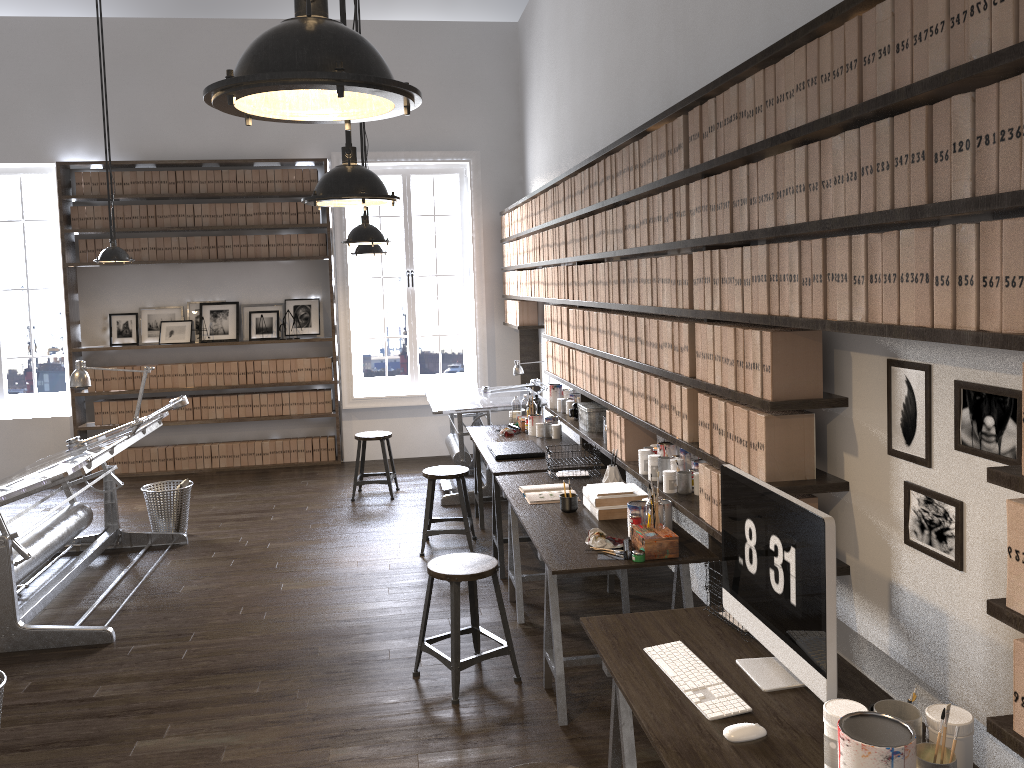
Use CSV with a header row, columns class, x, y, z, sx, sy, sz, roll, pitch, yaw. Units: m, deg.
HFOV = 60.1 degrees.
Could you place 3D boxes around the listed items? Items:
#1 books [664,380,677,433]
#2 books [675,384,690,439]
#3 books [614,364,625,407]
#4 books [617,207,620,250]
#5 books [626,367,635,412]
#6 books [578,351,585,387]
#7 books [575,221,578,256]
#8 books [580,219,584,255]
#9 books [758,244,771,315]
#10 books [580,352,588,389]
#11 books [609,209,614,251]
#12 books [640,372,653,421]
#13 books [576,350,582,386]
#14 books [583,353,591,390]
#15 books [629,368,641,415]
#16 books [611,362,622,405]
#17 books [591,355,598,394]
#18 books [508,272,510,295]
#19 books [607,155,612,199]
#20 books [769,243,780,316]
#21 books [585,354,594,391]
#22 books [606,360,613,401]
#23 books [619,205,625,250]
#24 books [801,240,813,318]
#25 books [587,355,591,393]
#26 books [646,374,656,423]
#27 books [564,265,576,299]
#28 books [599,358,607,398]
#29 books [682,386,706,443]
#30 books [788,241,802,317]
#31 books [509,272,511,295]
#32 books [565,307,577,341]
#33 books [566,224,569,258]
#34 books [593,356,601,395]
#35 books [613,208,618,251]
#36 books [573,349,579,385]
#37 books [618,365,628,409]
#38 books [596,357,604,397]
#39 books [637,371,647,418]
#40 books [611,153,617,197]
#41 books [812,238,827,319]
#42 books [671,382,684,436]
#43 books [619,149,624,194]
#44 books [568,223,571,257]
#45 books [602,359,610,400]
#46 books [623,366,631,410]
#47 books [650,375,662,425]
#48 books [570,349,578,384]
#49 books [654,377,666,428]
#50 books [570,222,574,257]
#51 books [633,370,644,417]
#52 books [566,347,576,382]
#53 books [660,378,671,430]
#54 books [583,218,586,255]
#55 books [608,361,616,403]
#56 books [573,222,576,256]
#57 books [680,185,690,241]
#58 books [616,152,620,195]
class,x,y,z,sx,sy,sz,roll,pitch,yaw
books,0.760,0.096,3.869,0.174,0.225,0.067,-3,4,-8
books,0.782,0.113,3.722,0.174,0.225,0.067,-3,4,-8
books,0.636,0.004,4.698,0.174,0.225,0.067,-3,4,-8
books,0.630,-0.795,4.538,0.174,0.225,0.067,-3,4,-8
books,0.673,0.027,4.490,0.174,0.225,0.067,-3,4,-8
books,0.510,-0.096,5.591,0.174,0.225,0.067,-3,4,-8
books,0.488,-0.903,5.505,0.174,0.225,0.067,-3,4,-8
books,0.508,-0.889,5.373,0.174,0.225,0.067,-3,4,-8
books,0.887,-0.337,2.842,0.174,0.225,0.067,-3,4,-8
books,0.517,-0.088,5.521,0.174,0.225,0.067,-3,4,-8
books,0.607,-0.810,4.671,0.174,0.225,0.067,-3,4,-8
books,0.707,0.057,4.220,0.174,0.225,0.067,-3,4,-8
books,0.502,-0.104,5.660,0.174,0.225,0.067,-3,4,-8
books,0.529,-0.080,5.450,0.174,0.225,0.067,-3,4,-8
books,0.679,0.035,4.420,0.174,0.225,0.067,-3,4,-8
books,0.626,-0.004,4.770,0.174,0.225,0.067,-3,4,-8
books,0.561,-0.059,5.255,0.174,0.225,0.067,-3,4,-8
books,0.052,-0.970,8.511,0.174,0.225,0.067,-3,4,-8
books,0.596,-1.086,4.660,0.174,0.225,0.067,-3,4,-8
books,0.903,-0.330,2.776,0.174,0.225,0.067,-3,4,-8
books,0.540,-0.073,5.388,0.174,0.225,0.067,-3,4,-8
books,0.614,-0.019,4.898,0.174,0.225,0.067,-3,4,-8
books,0.636,-0.788,4.471,0.174,0.225,0.067,-3,4,-8
books,0.935,-0.306,2.566,0.174,0.225,0.067,-3,4,-8
books,0.545,-0.066,5.321,0.174,0.225,0.067,-3,4,-8
books,0.723,0.064,4.154,0.174,0.225,0.067,-3,4,-8
books,0.443,-0.679,5.896,0.174,0.225,0.067,-3,4,-8
books,0.592,-0.035,5.045,0.174,0.225,0.067,-3,4,-8
books,0.795,0.121,3.645,0.174,0.225,0.067,-3,4,-8
books,0.920,-0.314,2.636,0.174,0.225,0.067,-3,4,-8
books,0.068,-0.962,8.438,0.174,0.225,0.067,-3,4,-8
books,0.446,-0.402,5.910,0.174,0.225,0.067,-3,4,-8
books,0.450,-0.934,5.778,0.174,0.225,0.067,-3,4,-8
books,0.571,-0.051,5.185,0.174,0.225,0.067,-3,4,-8
books,0.620,-0.802,4.600,0.174,0.225,0.067,-3,4,-8
books,0.488,-0.111,5.728,0.174,0.225,0.067,-3,4,-8
books,0.650,0.012,4.627,0.174,0.225,0.067,-3,4,-8
books,0.577,-0.043,5.115,0.174,0.225,0.067,-3,4,-8
books,0.702,0.049,4.287,0.174,0.225,0.067,-3,4,-8
books,0.609,-1.079,4.589,0.174,0.225,0.067,-3,4,-8
books,0.940,-0.298,2.491,0.174,0.225,0.067,-3,4,-8
books,0.776,0.104,3.797,0.174,0.225,0.067,-3,4,-8
books,0.632,-1.063,4.452,0.174,0.225,0.067,-3,4,-8
books,0.458,-0.926,5.709,0.174,0.225,0.067,-3,4,-8
books,0.598,-0.027,4.970,0.174,0.225,0.067,-3,4,-8
books,0.664,0.019,4.559,0.174,0.225,0.067,-3,4,-8
books,0.733,0.072,4.084,0.174,0.225,0.067,-3,4,-8
books,0.474,-0.119,5.800,0.174,0.225,0.067,-3,4,-8
books,0.740,0.080,4.014,0.174,0.225,0.067,-3,4,-8
books,0.464,-0.918,5.639,0.174,0.225,0.067,-3,4,-8
books,0.691,0.043,4.349,0.174,0.225,0.067,-3,4,-8
books,0.456,-0.134,5.931,0.174,0.225,0.067,-3,4,-8
books,0.755,0.088,3.944,0.174,0.225,0.067,-3,4,-8
books,0.519,-0.881,5.303,0.174,0.225,0.067,-3,4,-8
books,0.621,-0.011,4.833,0.174,0.225,0.067,-3,4,-8
books,0.477,-0.910,5.567,0.174,0.225,0.067,-3,4,-8
books,0.773,-0.687,3.566,0.174,0.225,0.067,-3,4,-8
books,0.623,-1.071,4.521,0.174,0.225,0.067,-3,4,-8
